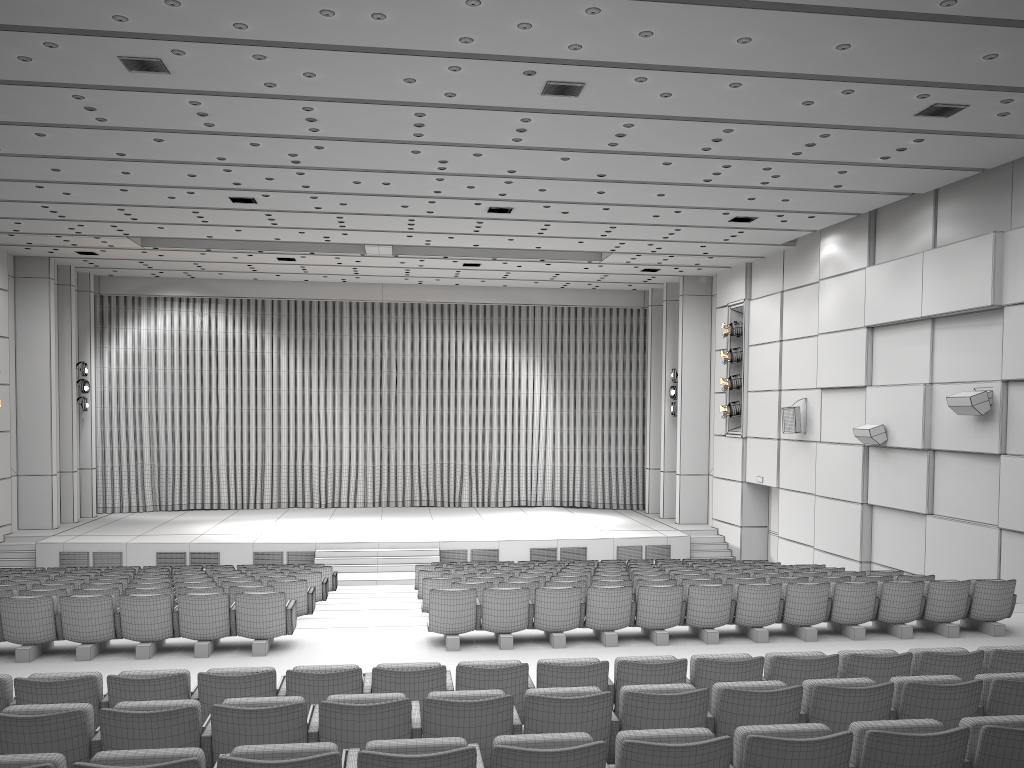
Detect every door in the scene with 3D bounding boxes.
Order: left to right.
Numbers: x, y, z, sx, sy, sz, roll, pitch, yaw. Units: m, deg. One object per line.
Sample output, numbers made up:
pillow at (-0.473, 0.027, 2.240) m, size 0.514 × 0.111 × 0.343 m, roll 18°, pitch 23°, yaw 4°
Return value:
door at (6.304, 3.445, 20.639) m, size 0.085 × 2.182 × 1.696 m, roll 0°, pitch 1°, yaw -7°

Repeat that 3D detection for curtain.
curtain at (-3.823, 0.511, 26.508) m, size 16.132 × 6.534 × 1.426 m, roll 1°, pitch 2°, yaw -7°

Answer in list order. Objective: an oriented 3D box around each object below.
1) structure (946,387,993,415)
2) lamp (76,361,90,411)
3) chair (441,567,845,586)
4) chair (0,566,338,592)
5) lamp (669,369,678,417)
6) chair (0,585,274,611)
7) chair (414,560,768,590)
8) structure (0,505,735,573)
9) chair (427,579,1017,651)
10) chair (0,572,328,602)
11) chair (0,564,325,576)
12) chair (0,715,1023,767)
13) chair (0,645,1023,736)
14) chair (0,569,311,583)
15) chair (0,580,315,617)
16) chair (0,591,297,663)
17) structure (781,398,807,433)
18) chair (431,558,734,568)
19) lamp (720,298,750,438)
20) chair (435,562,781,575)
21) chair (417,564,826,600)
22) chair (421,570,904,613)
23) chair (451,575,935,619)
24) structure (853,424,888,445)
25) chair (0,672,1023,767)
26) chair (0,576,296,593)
structure at (6.916, 0.261, 13.320) m, size 0.471 × 0.418 × 0.519 m, roll 0°, pitch 0°, yaw -12°
lamp at (-11.356, 0.067, 23.271) m, size 0.436 × 1.481 × 0.384 m, roll 0°, pitch 2°, yaw -3°
chair at (1.977, 3.004, 12.985) m, size 6.050 × 0.623 × 0.611 m, roll 1°, pitch 0°, yaw -7°
chair at (-6.379, 3.450, 15.237) m, size 6.600 × 0.623 × 0.611 m, roll 1°, pitch 0°, yaw -7°
lamp at (4.526, 0.233, 24.144) m, size 0.436 × 1.481 × 0.384 m, roll 0°, pitch 2°, yaw -11°
chair at (-5.644, 2.540, 9.759) m, size 6.050 × 0.623 × 0.611 m, roll 1°, pitch 0°, yaw -7°
chair at (1.529, 3.550, 16.271) m, size 6.600 × 0.623 × 0.611 m, roll 1°, pitch 0°, yaw -7°
structure at (-3.402, 4.112, 23.553) m, size 17.821 × 0.847 × 8.309 m, roll 1°, pitch -2°, yaw -7°
chair at (2.391, 2.458, 9.695) m, size 6.601 × 0.623 × 0.611 m, roll 1°, pitch 0°, yaw -7°
chair at (-6.092, 3.086, 13.045) m, size 6.600 × 0.623 × 0.611 m, roll 1°, pitch 0°, yaw -7°
chair at (-6.472, 3.633, 16.346) m, size 6.050 × 0.623 × 0.611 m, roll 1°, pitch 0°, yaw -7°
chair at (-1.209, 1.796, 3.743) m, size 13.201 × 0.623 × 0.611 m, roll 1°, pitch 0°, yaw -7°
chair at (-1.496, 2.160, 5.935) m, size 13.201 × 0.623 × 0.611 m, roll 1°, pitch 0°, yaw -7°
chair at (-6.218, 3.268, 14.143) m, size 6.050 × 0.623 × 0.611 m, roll 1°, pitch 0°, yaw -7°
chair at (-5.805, 2.722, 10.853) m, size 6.600 × 0.623 × 0.611 m, roll 1°, pitch 0°, yaw -7°
chair at (-5.517, 2.358, 8.661) m, size 6.600 × 0.623 × 0.611 m, roll 1°, pitch 0°, yaw -7°
structure at (5.919, 0.667, 18.539) m, size 0.408 × 0.746 × 0.410 m, roll 2°, pitch 2°, yaw 40°
chair at (1.436, 3.733, 17.380) m, size 6.050 × 0.623 × 0.611 m, roll 1°, pitch 0°, yaw -7°
lamp at (5.498, -0.355, 21.669) m, size 0.755 × 3.347 × 1.019 m, roll 0°, pitch 2°, yaw -12°
chair at (1.690, 3.368, 15.177) m, size 6.050 × 0.623 × 0.611 m, roll 1°, pitch 0°, yaw -7°
chair at (1.816, 3.186, 14.079) m, size 6.600 × 0.623 × 0.611 m, roll 1°, pitch 0°, yaw -7°
chair at (2.104, 2.822, 11.887) m, size 6.600 × 0.623 × 0.611 m, roll 1°, pitch 0°, yaw -7°
chair at (2.265, 2.640, 10.793) m, size 6.050 × 0.623 × 0.611 m, roll 1°, pitch 0°, yaw -7°
structure at (6.454, 0.870, 15.832) m, size 0.471 × 0.418 × 0.519 m, roll 0°, pitch 0°, yaw -10°
chair at (-1.326, 1.979, 4.843) m, size 13.751 × 0.623 × 0.611 m, roll 1°, pitch 0°, yaw -7°
chair at (-5.931, 2.904, 11.951) m, size 6.050 × 0.623 × 0.611 m, roll 1°, pitch 0°, yaw -7°
